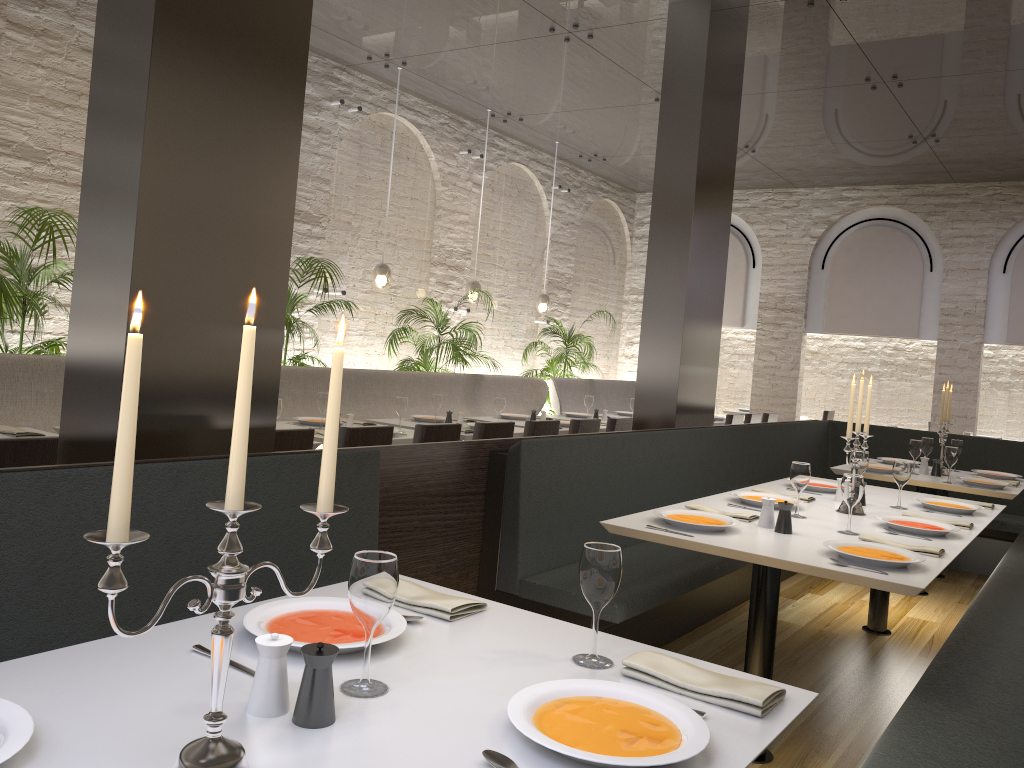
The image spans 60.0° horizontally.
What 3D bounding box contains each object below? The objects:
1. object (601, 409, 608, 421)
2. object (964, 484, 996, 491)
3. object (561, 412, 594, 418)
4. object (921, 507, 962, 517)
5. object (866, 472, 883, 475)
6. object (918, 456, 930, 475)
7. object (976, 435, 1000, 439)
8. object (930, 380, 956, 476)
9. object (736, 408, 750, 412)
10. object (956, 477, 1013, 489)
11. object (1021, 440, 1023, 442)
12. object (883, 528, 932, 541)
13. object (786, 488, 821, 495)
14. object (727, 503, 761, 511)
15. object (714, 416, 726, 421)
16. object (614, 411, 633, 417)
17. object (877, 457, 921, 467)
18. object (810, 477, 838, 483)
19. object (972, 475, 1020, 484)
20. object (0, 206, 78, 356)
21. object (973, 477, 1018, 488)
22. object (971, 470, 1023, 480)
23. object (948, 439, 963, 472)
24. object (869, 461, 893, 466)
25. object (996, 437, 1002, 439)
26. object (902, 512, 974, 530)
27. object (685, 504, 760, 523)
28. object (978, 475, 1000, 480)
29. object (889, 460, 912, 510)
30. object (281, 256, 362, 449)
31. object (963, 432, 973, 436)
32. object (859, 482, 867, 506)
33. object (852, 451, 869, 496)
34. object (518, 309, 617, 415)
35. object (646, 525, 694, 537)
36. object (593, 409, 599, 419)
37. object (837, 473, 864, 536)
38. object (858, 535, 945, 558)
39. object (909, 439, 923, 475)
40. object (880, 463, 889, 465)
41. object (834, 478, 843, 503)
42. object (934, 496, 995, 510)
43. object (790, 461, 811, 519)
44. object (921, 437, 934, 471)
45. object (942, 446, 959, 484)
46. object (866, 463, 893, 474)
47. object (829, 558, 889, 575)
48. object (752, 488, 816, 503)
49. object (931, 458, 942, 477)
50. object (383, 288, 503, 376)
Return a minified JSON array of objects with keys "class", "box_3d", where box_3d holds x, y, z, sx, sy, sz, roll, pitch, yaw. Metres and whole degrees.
[{"class":"object","box_3d":[0.893,0.299,8.514,0.059,0.109,0.059,5,0,-20]},{"class":"object","box_3d":[2.884,0.636,5.464,0.182,0.015,0.038,7,2,36]},{"class":"object","box_3d":[0.642,0.309,8.709,0.321,0.036,0.322,4,2,-19]},{"class":"object","box_3d":[2.048,0.611,4.225,0.182,0.015,0.038,7,2,36]},{"class":"object","box_3d":[2.344,0.579,5.804,0.185,0.010,0.017,6,2,34]},{"class":"object","box_3d":[2.821,0.558,6.062,0.068,0.126,0.069,5,0,-14]},{"class":"object","box_3d":[6.003,0.678,11.239,0.321,0.036,0.322,4,2,-21]},{"class":"object","box_3d":[2.977,0.298,6.103,0.132,0.657,0.389,5,0,45]},{"class":"object","box_3d":[3.446,0.389,12.980,0.321,0.036,0.322,4,2,-21]},{"class":"object","box_3d":[2.989,0.632,5.612,0.321,0.036,0.322,5,2,10]},{"class":"object","box_3d":[6.446,0.728,10.936,0.321,0.036,0.322,4,2,-21]},{"class":"object","box_3d":[1.567,0.597,3.514,0.182,0.015,0.038,7,2,36]},{"class":"object","box_3d":[1.508,0.554,4.565,0.185,0.010,0.017,6,2,34]},{"class":"object","box_3d":[1.027,0.540,3.854,0.185,0.010,0.017,6,2,34]},{"class":"object","box_3d":[2.339,0.397,10.263,0.321,0.036,0.322,4,2,-19]},{"class":"object","box_3d":[1.259,0.328,9.622,0.321,0.036,0.322,4,2,-19]},{"class":"object","box_3d":[2.884,0.585,6.587,0.322,0.036,0.321,6,2,30]},{"class":"object","box_3d":[1.806,0.558,5.041,0.273,0.033,0.142,6,3,34]},{"class":"object","box_3d":[3.252,0.649,5.954,0.273,0.033,0.142,6,3,34]},{"class":"object","box_3d":[-3.052,-0.087,5.435,1.186,1.975,1.147,5,0,-25]},{"class":"object","box_3d":[3.165,0.646,5.826,0.273,0.033,0.142,6,3,34]},{"class":"object","box_3d":[3.406,0.645,6.229,0.321,0.036,0.322,5,2,-8]},{"class":"object","box_3d":[3.228,0.522,6.443,0.086,0.231,0.086,5,0,4]},{"class":"object","box_3d":[2.688,0.585,6.346,0.273,0.033,0.142,6,3,34]},{"class":"object","box_3d":[6.208,0.692,11.512,0.273,0.033,0.142,6,3,34]},{"class":"object","box_3d":[1.894,0.608,3.943,0.273,0.033,0.142,6,3,34]},{"class":"object","box_3d":[0.866,0.530,3.648,0.273,0.033,0.142,6,3,34]},{"class":"object","box_3d":[3.302,0.649,6.082,0.182,0.015,0.038,7,2,36]},{"class":"object","box_3d":[1.885,0.487,4.296,0.086,0.231,0.086,5,0,-44]},{"class":"object","box_3d":[-1.871,-0.052,7.182,1.186,1.975,1.147,5,0,-25]},{"class":"object","box_3d":[3.996,0.537,7.776,0.086,0.231,0.086,5,0,-26]},{"class":"object","box_3d":[1.685,0.527,4.295,0.069,0.126,0.068,5,0,28]},{"class":"object","box_3d":[1.835,0.468,4.678,0.086,0.231,0.086,5,0,-44]},{"class":"object","box_3d":[0.641,0.024,10.878,1.146,1.975,1.187,5,0,15]},{"class":"object","box_3d":[0.567,0.526,3.172,0.185,0.010,0.017,6,2,34]},{"class":"object","box_3d":[0.809,0.292,8.516,0.059,0.109,0.059,5,0,-20]},{"class":"object","box_3d":[1.328,0.471,3.471,0.086,0.231,0.086,5,0,-14]},{"class":"object","box_3d":[1.433,0.594,3.261,0.273,0.033,0.142,6,3,34]},{"class":"object","box_3d":[2.731,0.495,6.005,0.086,0.231,0.086,5,0,-20]},{"class":"object","box_3d":[2.777,0.592,6.445,0.185,0.010,0.017,6,2,34]},{"class":"object","box_3d":[1.619,0.519,4.344,0.069,0.126,0.068,5,0,28]},{"class":"object","box_3d":[2.374,0.623,4.654,0.273,0.033,0.142,6,3,34]},{"class":"object","box_3d":[1.220,0.450,3.768,0.086,0.231,0.086,5,0,34]},{"class":"object","box_3d":[2.985,0.503,6.381,0.086,0.231,0.086,5,0,-20]},{"class":"object","box_3d":[2.782,0.514,5.623,0.086,0.231,0.086,5,0,-20]},{"class":"object","box_3d":[2.467,0.573,5.970,0.321,0.036,0.322,5,2,10]},{"class":"object","box_3d":[1.107,0.583,2.832,0.182,0.015,0.038,7,2,36]},{"class":"object","box_3d":[1.326,0.544,4.329,0.273,0.033,0.142,6,3,34]},{"class":"object","box_3d":[2.874,0.565,5.997,0.068,0.126,0.069,5,0,-14]},{"class":"object","box_3d":[-0.749,-0.019,8.848,1.144,1.975,1.189,5,0,-15]}]
